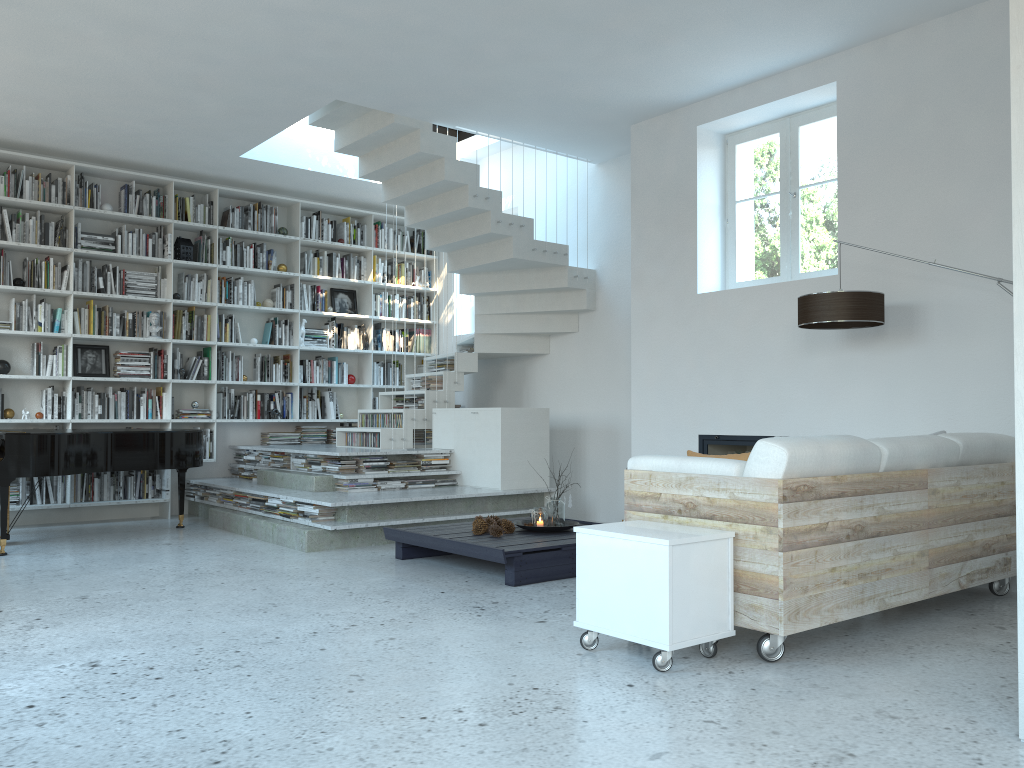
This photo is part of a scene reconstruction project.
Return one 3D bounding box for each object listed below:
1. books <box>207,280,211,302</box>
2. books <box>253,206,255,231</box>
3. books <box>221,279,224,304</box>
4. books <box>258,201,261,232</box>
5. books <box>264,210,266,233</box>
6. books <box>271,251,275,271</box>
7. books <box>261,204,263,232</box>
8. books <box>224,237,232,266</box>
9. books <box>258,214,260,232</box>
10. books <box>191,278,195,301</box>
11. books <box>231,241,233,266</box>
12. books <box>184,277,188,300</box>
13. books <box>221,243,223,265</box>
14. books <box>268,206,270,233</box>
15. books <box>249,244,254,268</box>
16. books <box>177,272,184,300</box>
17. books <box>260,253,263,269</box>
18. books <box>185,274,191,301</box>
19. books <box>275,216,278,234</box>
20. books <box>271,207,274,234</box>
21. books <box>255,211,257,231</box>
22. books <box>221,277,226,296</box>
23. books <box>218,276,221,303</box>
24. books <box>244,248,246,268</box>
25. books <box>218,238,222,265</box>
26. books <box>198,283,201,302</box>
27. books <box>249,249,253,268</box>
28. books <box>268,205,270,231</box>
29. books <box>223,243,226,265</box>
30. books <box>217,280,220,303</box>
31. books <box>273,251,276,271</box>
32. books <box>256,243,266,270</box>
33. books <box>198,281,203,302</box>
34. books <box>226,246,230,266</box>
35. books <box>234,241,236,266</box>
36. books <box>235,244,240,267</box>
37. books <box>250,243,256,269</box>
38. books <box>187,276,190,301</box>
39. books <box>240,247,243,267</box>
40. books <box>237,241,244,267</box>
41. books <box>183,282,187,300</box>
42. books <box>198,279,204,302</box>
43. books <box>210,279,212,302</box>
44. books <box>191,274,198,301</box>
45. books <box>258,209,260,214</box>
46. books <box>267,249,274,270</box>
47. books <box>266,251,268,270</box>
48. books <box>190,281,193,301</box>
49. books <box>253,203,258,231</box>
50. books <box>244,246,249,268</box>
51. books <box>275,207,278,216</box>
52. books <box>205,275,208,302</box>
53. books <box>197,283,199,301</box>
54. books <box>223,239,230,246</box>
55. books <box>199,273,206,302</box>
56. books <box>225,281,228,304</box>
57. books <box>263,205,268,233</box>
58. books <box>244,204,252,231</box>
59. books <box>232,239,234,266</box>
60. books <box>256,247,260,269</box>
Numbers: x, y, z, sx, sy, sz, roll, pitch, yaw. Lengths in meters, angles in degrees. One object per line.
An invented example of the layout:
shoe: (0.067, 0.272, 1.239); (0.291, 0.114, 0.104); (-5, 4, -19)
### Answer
books: (-2.944, -0.877, 8.527); (0.028, 0.229, 0.176); (1, -2, -39)
books: (-2.605, -1.626, 8.855); (0.007, 0.285, 0.159); (1, -2, -39)
books: (-2.842, -0.883, 8.624); (0.014, 0.247, 0.176); (1, -2, -39)
books: (-2.551, -1.648, 8.879); (0.007, 0.329, 0.183); (1, -2, -39)
books: (-2.511, -1.607, 8.919); (0.024, 0.252, 0.149); (1, -2, -39)
books: (-2.448, -1.221, 8.952); (0.048, 0.216, 0.182); (1, -2, -39)
books: (-2.532, -1.633, 8.873); (0.015, 0.299, 0.183); (1, -2, -39)
books: (-2.783, -1.277, 8.682); (0.014, 0.306, 0.152); (1, -2, -39)
books: (-2.558, -1.584, 8.854); (0.018, 0.201, 0.188); (1, -2, -39)
books: (-3.065, -0.883, 8.452); (0.023, 0.236, 0.178); (1, -2, -39)
books: (-2.773, -1.257, 8.689); (0.010, 0.268, 0.166); (1, -2, -39)
books: (-3.117, -0.887, 8.424); (0.024, 0.242, 0.159); (1, -2, -39)
books: (-2.850, -1.245, 8.644); (0.012, 0.239, 0.138); (1, -2, -39)
books: (-2.480, -1.630, 8.948); (0.019, 0.299, 0.137); (1, -2, -39)
books: (-2.608, -1.250, 8.827); (0.012, 0.264, 0.156); (1, -2, -39)
books: (-3.142, -0.910, 8.405); (0.018, 0.285, 0.159); (1, -2, -39)
books: (-2.544, -1.206, 8.875); (0.027, 0.181, 0.176); (1, -2, -39)
books: (-3.089, -0.903, 8.441); (0.019, 0.275, 0.146); (1, -2, -39)
books: (-2.418, -1.583, 8.980); (0.014, 0.208, 0.188); (1, -2, -39)
books: (-2.450, -1.628, 8.958); (0.013, 0.297, 0.188); (1, -2, -39)
books: (-2.584, -1.600, 8.847); (0.018, 0.231, 0.160); (1, -2, -39)
books: (-2.833, -0.899, 8.669); (0.014, 0.284, 0.135); (1, -2, -39)
books: (-2.863, -0.898, 8.629); (0.014, 0.278, 0.154); (1, -2, -39)
books: (-2.672, -1.227, 8.789); (0.025, 0.216, 0.144); (1, -2, -39)
books: (-2.859, -1.268, 8.619); (0.012, 0.285, 0.159); (1, -2, -39)
books: (-3.020, -0.862, 8.478); (0.027, 0.196, 0.185); (1, -2, -39)
books: (-2.620, -1.223, 8.797); (0.021, 0.209, 0.181); (1, -2, -39)
books: (-2.481, -1.640, 8.970); (0.008, 0.321, 0.133); (1, -2, -39)
books: (-2.832, -1.246, 8.652); (0.026, 0.243, 0.148); (1, -2, -39)
books: (-2.883, -0.880, 8.618); (0.030, 0.242, 0.138); (1, -2, -39)
books: (-2.430, -1.226, 8.989); (0.026, 0.229, 0.140); (1, -2, -39)
books: (-2.514, -1.258, 8.884); (0.029, 0.285, 0.183); (1, -2, -39)
books: (-3.004, -0.869, 8.492); (0.029, 0.211, 0.158); (1, -2, -39)
books: (-2.801, -1.228, 8.653); (0.026, 0.207, 0.181); (1, -2, -39)
books: (-2.754, -1.260, 8.732); (0.012, 0.276, 0.133); (1, -2, -39)
books: (-2.724, -1.242, 8.726); (0.027, 0.241, 0.160); (1, -2, -39)
books: (-2.592, -1.259, 8.856); (0.012, 0.285, 0.159); (1, -2, -39)
books: (-3.100, -0.891, 8.430); (0.028, 0.250, 0.164); (1, -2, -39)
books: (-2.705, -1.232, 8.769); (0.028, 0.223, 0.142); (1, -2, -39)
books: (-2.687, -1.262, 8.779); (0.013, 0.284, 0.154); (1, -2, -39)
books: (-3.119, -0.860, 8.395); (0.028, 0.185, 0.181); (1, -2, -39)
books: (-2.994, -0.879, 8.509); (0.024, 0.234, 0.149); (1, -2, -39)
books: (-2.939, -0.880, 8.551); (0.026, 0.238, 0.173); (1, -2, -39)
books: (-3.038, -0.903, 8.446); (0.028, 0.275, 0.187); (1, -2, -39)
books: (-2.558, -1.608, 8.874); (0.008, 0.251, 0.170); (1, -2, -39)
books: (-2.460, -1.231, 8.931); (0.054, 0.235, 0.171); (1, -2, -39)
books: (-2.500, -1.221, 8.913); (0.030, 0.213, 0.156); (1, -2, -39)
books: (-3.080, -0.869, 8.446); (0.023, 0.207, 0.171); (1, -2, -39)
books: (-2.578, -1.640, 8.860); (0.006, 0.312, 0.179); (1, -2, -39)
books: (-2.646, -1.237, 8.795); (0.023, 0.236, 0.149); (1, -2, -39)
books: (-2.411, -1.632, 8.989); (0.006, 0.306, 0.163); (1, -2, -39)
books: (-2.968, -0.900, 8.530); (0.025, 0.277, 0.173); (1, -2, -39)
books: (-3.033, -0.862, 8.464); (0.024, 0.195, 0.173); (1, -2, -39)
books: (-2.796, -1.265, 8.679); (0.011, 0.283, 0.173); (1, -2, -39)
books: (-2.981, -0.909, 8.522); (0.028, 0.293, 0.154); (1, -2, -39)
books: (-2.810, -0.875, 8.661); (0.013, 0.236, 0.157); (1, -2, -39)
books: (-2.493, -1.635, 8.923); (0.008, 0.307, 0.182); (1, -2, -39)
books: (-2.631, -1.631, 8.826); (0.024, 0.292, 0.167); (1, -2, -39)
books: (-2.763, -1.270, 8.717); (0.021, 0.296, 0.138); (1, -2, -39)
books: (-2.564, -1.235, 8.855); (0.030, 0.238, 0.185); (1, -2, -39)
